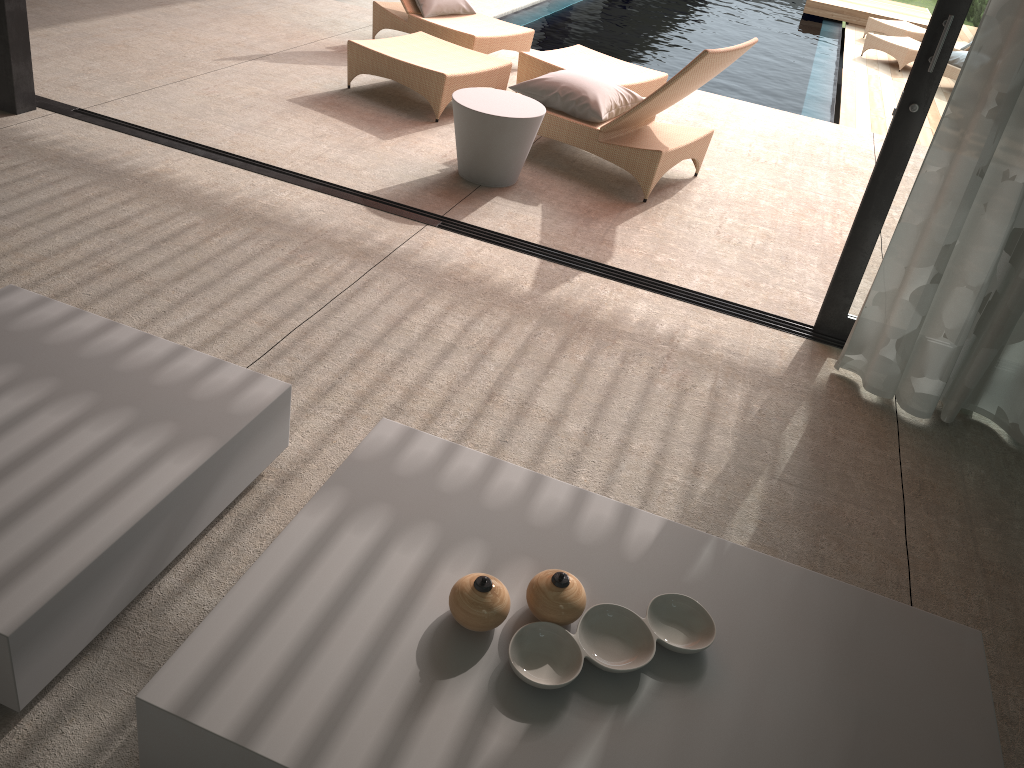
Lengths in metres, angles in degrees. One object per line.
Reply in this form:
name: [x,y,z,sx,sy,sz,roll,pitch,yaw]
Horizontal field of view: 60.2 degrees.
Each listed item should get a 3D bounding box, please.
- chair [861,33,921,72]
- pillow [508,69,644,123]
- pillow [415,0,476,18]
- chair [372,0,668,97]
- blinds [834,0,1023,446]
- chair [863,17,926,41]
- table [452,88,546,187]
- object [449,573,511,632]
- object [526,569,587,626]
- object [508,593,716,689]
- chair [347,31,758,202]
chair: [5.328,-4.016,10.593,0.701,0.799,2.374,-3,34,-22]
pillow: [0.380,-1.647,4.981,0.600,0.188,0.610,25,34,21]
pillow: [-0.591,-3.010,6.606,0.434,0.412,0.620,28,36,27]
chair: [-0.007,-2.608,6.272,2.333,0.799,0.713,30,36,28]
blinds: [2.548,-0.850,2.301,2.438,2.823,0.230,18,30,12]
chair: [5.928,-4.809,12.011,0.701,0.799,2.373,-3,34,-23]
table: [-0.095,-1.244,4.501,0.474,0.380,0.492,8,31,-4]
object: [-0.060,0.408,1.690,0.120,0.102,0.122,-14,39,-35]
object: [0.089,0.410,1.731,0.120,0.102,0.123,20,32,16]
object: [0.193,0.494,1.691,0.438,0.038,0.160,-7,36,-26]
chair: [0.135,-1.851,5.126,2.327,0.799,0.715,27,35,25]
